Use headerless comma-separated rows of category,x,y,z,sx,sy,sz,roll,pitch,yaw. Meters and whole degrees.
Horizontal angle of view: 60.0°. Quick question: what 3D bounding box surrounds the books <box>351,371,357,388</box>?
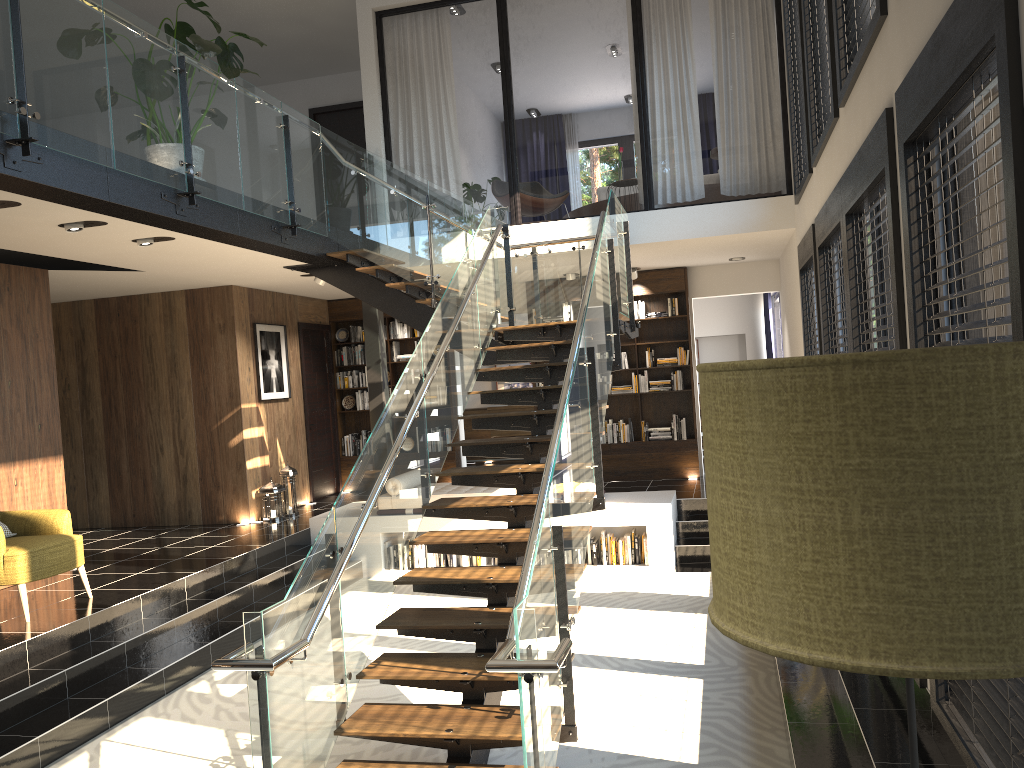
books,-2.197,-0.067,12.436,0.036,0.235,0.169,-4,1,13

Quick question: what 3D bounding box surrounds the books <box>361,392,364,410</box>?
books,-2.070,0.238,12.415,0.032,0.245,0.120,-4,1,13

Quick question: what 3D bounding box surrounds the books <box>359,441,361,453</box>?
books,-2.099,0.891,12.451,0.029,0.207,0.166,-4,1,13

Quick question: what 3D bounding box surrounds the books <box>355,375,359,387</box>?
books,-2.141,-0.037,12.416,0.026,0.167,0.173,-4,1,13

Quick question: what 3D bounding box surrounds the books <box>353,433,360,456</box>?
books,-2.180,0.847,12.468,0.020,0.304,0.189,-4,1,13

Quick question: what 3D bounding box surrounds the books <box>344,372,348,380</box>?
books,-2.326,-0.057,12.487,0.018,0.232,0.123,-4,1,13

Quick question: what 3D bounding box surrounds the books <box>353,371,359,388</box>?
books,-2.172,-0.070,12.409,0.026,0.237,0.164,-4,1,13

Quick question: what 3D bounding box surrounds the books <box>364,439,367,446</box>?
books,-2.011,0.877,12.429,0.034,0.223,0.208,-4,1,13

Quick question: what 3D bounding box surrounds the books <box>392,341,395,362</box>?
books,-1.615,-0.447,12.292,0.027,0.279,0.166,-4,1,13

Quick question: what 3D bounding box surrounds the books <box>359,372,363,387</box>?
books,-2.077,-0.060,12.372,0.016,0.206,0.204,-4,1,13

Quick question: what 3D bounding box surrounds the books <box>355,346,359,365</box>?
books,-2.139,-0.397,12.405,0.032,0.255,0.160,-4,1,13

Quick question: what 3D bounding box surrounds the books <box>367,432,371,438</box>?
books,-1.960,0.824,12.393,0.016,0.322,0.218,-4,1,13

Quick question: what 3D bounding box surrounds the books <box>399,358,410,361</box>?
books,-1.425,-0.337,12.280,0.239,0.033,0.176,-4,0,11

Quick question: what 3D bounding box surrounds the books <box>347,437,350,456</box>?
books,-2.253,0.870,12.459,0.022,0.269,0.216,-4,1,13

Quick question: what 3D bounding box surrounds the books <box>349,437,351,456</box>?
books,-2.234,0.851,12.459,0.016,0.304,0.217,-4,1,13

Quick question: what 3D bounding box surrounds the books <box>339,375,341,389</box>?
books,-2.380,-0.034,12.482,0.045,0.192,0.164,-4,1,13

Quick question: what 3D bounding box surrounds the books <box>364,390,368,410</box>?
books,-2.020,0.217,12.388,0.032,0.279,0.133,-4,1,13

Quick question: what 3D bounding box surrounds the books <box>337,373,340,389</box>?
books,-2.417,-0.047,12.496,0.030,0.224,0.165,-4,1,13

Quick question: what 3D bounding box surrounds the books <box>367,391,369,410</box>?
books,-1.985,0.228,12.399,0.030,0.253,0.138,-4,1,13

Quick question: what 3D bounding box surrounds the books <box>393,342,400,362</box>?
books,-1.592,-0.448,12.292,0.016,0.278,0.209,-4,1,13

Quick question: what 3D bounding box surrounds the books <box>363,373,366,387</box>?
books,-2.034,-0.057,12.378,0.025,0.194,0.172,-4,1,13

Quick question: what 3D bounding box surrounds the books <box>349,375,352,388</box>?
books,-2.233,-0.037,12.431,0.035,0.180,0.164,-4,1,13

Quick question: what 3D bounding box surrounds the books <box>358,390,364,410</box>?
books,-2.101,0.225,12.396,0.018,0.275,0.144,-4,1,13

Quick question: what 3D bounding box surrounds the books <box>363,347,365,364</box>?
books,-2.030,-0.397,12.386,0.028,0.240,0.148,-4,1,13

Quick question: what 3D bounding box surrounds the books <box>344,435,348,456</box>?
books,-2.311,0.864,12.520,0.032,0.288,0.179,-4,1,13

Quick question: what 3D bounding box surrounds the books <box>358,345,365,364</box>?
books,-2.090,-0.409,12.375,0.033,0.273,0.189,-4,1,13

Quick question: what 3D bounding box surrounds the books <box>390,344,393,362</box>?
books,-1.634,-0.428,12.324,0.028,0.242,0.194,-4,1,13

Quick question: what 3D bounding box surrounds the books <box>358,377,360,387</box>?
books,-2.103,-0.064,12.414,0.053,0.216,0.151,-4,1,13

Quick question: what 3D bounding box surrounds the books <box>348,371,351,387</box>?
books,-2.255,-0.064,12.464,0.019,0.236,0.139,-4,1,13

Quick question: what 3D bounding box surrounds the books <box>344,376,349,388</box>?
books,-2.301,-0.027,12.462,0.037,0.169,0.148,-4,1,13

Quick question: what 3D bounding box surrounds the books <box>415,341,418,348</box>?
books,-1.283,-0.462,12.212,0.023,0.264,0.218,-4,1,13

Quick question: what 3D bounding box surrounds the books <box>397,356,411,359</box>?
books,-1.430,-0.368,12.266,0.266,0.030,0.209,-4,0,14

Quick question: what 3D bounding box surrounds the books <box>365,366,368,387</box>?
books,-1.990,-0.106,12.365,0.018,0.284,0.198,-4,1,13

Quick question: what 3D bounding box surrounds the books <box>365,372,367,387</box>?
books,-2.004,-0.070,12.395,0.027,0.214,0.159,-4,1,13

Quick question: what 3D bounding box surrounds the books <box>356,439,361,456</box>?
books,-2.130,0.888,12.431,0.021,0.217,0.220,-4,1,13

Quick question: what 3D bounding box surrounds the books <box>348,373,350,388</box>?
books,-2.271,-0.049,12.476,0.018,0.208,0.126,-4,1,13

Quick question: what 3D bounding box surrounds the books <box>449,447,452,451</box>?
books,-0.830,0.756,12.114,0.029,0.306,0.149,-4,1,13

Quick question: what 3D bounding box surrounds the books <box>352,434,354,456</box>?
books,-2.197,0.850,12.478,0.018,0.302,0.195,-4,1,13

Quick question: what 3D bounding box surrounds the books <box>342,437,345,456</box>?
books,-2.343,0.879,12.521,0.032,0.262,0.194,-4,1,13

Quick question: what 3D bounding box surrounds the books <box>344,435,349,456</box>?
books,-2.296,0.866,12.484,0.014,0.282,0.232,-4,1,13

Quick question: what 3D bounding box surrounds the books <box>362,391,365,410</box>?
books,-2.045,0.226,12.403,0.024,0.265,0.147,-4,1,13

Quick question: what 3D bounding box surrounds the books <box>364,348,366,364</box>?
books,-2.012,-0.393,12.369,0.014,0.230,0.172,-4,1,13

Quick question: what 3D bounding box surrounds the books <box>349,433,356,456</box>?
books,-2.221,0.849,12.450,0.015,0.306,0.222,-4,1,13

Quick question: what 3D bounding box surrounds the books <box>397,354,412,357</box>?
books,-1.430,-0.394,12.274,0.264,0.021,0.189,-4,0,11

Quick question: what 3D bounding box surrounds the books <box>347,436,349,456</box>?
books,-2.271,0.864,12.496,0.030,0.283,0.170,-4,1,13

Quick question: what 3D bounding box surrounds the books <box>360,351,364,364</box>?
books,-2.062,-0.368,12.357,0.025,0.188,0.181,-4,1,13

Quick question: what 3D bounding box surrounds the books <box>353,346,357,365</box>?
books,-2.170,-0.399,12.386,0.019,0.264,0.175,-4,1,13

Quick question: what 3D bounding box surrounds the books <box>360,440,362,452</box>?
books,-2.075,0.881,12.434,0.026,0.222,0.209,-4,1,13

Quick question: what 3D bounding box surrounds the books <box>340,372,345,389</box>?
books,-2.356,-0.056,12.446,0.022,0.235,0.194,-4,1,13

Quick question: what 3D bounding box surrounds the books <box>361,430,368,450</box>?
books,-2.049,0.820,12.396,0.016,0.341,0.217,-4,1,13

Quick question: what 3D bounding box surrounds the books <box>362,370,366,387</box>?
books,-2.055,-0.081,12.394,0.020,0.243,0.154,-4,1,13

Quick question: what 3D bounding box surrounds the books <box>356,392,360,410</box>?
books,-2.125,0.235,12.391,0.026,0.257,0.192,-4,1,13
